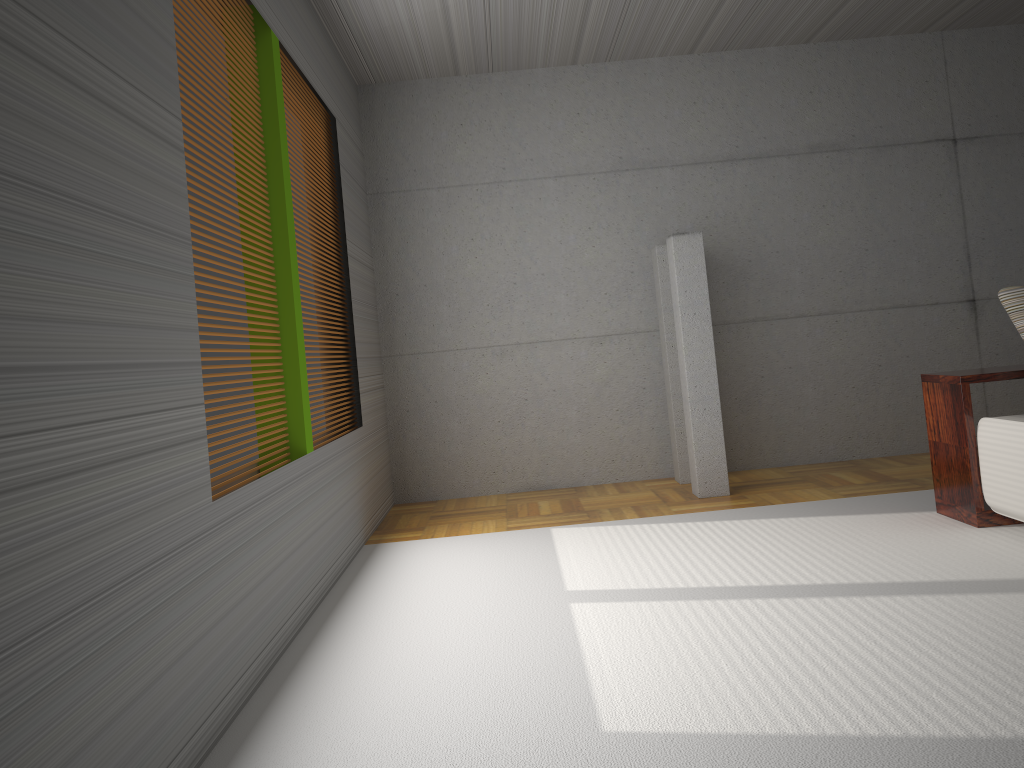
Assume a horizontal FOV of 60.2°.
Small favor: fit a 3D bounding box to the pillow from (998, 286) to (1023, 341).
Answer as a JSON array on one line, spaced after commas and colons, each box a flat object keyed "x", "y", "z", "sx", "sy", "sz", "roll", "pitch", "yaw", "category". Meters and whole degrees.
[{"x": 2.795, "y": -0.197, "z": 4.092, "sx": 0.801, "sy": 0.612, "sz": 0.489, "roll": -5, "pitch": -1, "yaw": -1, "category": "pillow"}]

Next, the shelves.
[{"x": 3.272, "y": 0.205, "z": 4.378, "sx": 2.250, "sy": 0.718, "sz": 0.399, "roll": -5, "pitch": -1, "yaw": -1, "category": "shelves"}]

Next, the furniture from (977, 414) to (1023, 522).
[{"x": 3.274, "y": 0.338, "z": 3.380, "sx": 2.168, "sy": 0.523, "sz": 1.611, "roll": -5, "pitch": 2, "yaw": 0, "category": "furniture"}]

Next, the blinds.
[{"x": -1.078, "y": -0.591, "z": 3.988, "sx": 0.012, "sy": 2.049, "sz": 3.528, "roll": -5, "pitch": 1, "yaw": 0, "category": "blinds"}]

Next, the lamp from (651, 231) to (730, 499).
[{"x": 1.197, "y": -0.143, "z": 6.019, "sx": 0.200, "sy": 1.697, "sz": 0.796, "roll": -5, "pitch": -2, "yaw": 0, "category": "lamp"}]
